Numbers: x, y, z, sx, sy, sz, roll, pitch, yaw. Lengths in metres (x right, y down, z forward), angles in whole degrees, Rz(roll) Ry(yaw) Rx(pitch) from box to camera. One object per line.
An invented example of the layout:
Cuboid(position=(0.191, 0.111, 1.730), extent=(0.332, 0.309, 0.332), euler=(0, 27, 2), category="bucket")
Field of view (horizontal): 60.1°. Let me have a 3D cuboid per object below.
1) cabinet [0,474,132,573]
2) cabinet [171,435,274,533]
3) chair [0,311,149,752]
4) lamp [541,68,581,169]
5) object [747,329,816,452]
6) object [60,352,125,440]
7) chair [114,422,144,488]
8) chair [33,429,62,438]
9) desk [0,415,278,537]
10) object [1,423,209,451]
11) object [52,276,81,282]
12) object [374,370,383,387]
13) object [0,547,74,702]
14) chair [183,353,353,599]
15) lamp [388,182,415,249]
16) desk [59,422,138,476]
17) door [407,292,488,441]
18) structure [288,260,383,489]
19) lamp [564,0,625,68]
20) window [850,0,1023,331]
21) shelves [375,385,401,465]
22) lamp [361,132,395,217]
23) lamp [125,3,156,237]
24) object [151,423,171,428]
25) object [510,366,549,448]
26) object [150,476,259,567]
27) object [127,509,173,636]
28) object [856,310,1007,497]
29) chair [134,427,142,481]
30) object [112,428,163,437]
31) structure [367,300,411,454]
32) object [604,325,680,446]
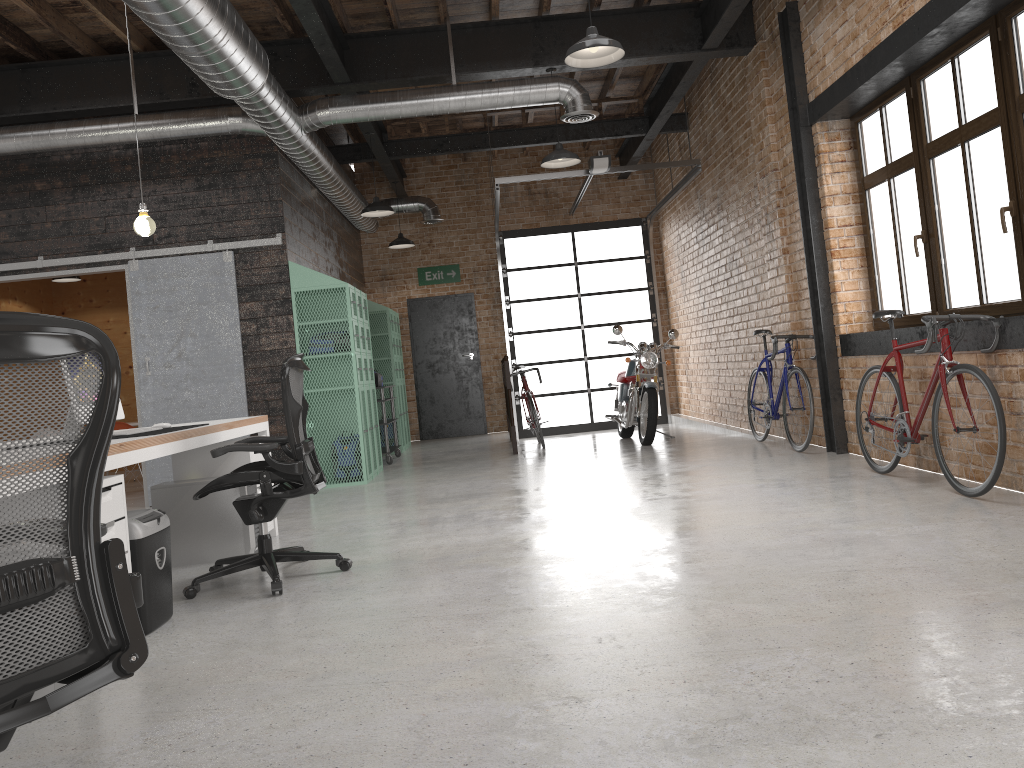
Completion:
Cuboid(position=(-1.704, 0.699, 3.240), extent=(0.460, 0.649, 0.387), euler=(-6, -1, -1), category="cabinet")
Cuboid(position=(-1.747, 0.670, 5.381), extent=(0.460, 0.649, 0.387), euler=(-6, -1, -1), category="cabinet")
Cuboid(position=(-1.058, 0.442, 1.543), extent=(0.792, 1.087, 0.770), euler=(-6, -1, 7), category="chair")
Cuboid(position=(0.396, -2.408, 7.976), extent=(0.362, 0.858, 0.361), euler=(-5, -2, -24), category="lamp")
Cuboid(position=(2.300, 0.025, 7.754), extent=(0.402, 1.041, 1.735), euler=(-6, 0, -7), category="object")
Cuboid(position=(-2.087, 0.022, 4.347), extent=(0.189, 0.486, 0.483), euler=(-6, -1, -1), category="object")
Cuboid(position=(-4.000, 0.769, 9.273), extent=(0.618, 0.779, 0.580), euler=(-6, -1, -6), category="chair")
Cuboid(position=(-4.702, 0.840, 9.256), extent=(0.618, 0.779, 0.580), euler=(-6, -1, -6), category="chair")
Cuboid(position=(-2.628, 0.733, 3.089), extent=(2.312, 0.770, 5.106), euler=(-6, 1, -1), category="desk")
Cuboid(position=(-1.951, 0.255, 4.352), extent=(0.687, 0.008, 0.847), euler=(-6, 1, -2), category="object")
Cuboid(position=(-6.049, -1.822, 11.959), extent=(0.362, 0.858, 0.361), euler=(-5, -2, -24), category="object")
Cuboid(position=(-1.633, -0.058, 10.113), extent=(0.309, 0.263, 0.459), euler=(-6, 0, -1), category="object")
Cuboid(position=(-1.687, 0.801, 2.908), extent=(0.541, 0.455, 0.220), euler=(-6, -1, -1), category="object")
Cuboid(position=(-1.234, 0.415, 4.321), extent=(0.793, 1.087, 0.768), euler=(-5, -1, -23), category="chair")
Cuboid(position=(-1.552, -2.518, 11.958), extent=(0.362, 1.340, 0.361), euler=(-5, -2, -24), category="lamp")
Cuboid(position=(-4.063, 0.783, 10.237), extent=(1.999, 0.732, 0.997), euler=(-6, 0, -1), category="desk")
Cuboid(position=(-0.960, -0.263, 13.125), extent=(0.998, 2.103, 0.217), euler=(-6, -2, -1), category="door")
Cuboid(position=(-1.675, -0.120, 8.626), extent=(0.556, 2.103, 1.116), euler=(-6, -1, -1), category="structure")
Cuboid(position=(0.450, -2.370, 5.291), extent=(0.361, 0.858, 0.362), euler=(-6, -2, 16), category="lamp")
Cuboid(position=(2.760, -1.168, 2.483), extent=(0.147, 1.693, 8.627), euler=(-6, 1, -1), category="window")
Cuboid(position=(-1.620, 0.473, 10.115), extent=(0.567, 0.857, 0.984), euler=(-6, 0, -1), category="shelves")
Cuboid(position=(-1.503, -2.483, 9.490), extent=(0.362, 1.340, 0.361), euler=(-5, -2, -24), category="lamp")
Cuboid(position=(-2.233, -1.701, 5.222), extent=(0.123, 1.681, 0.123), euler=(-6, -2, -3), category="lamp")
Cuboid(position=(-1.842, 0.220, 4.646), extent=(0.106, 0.028, 0.059), euler=(-6, 0, -2), category="object")
Cuboid(position=(0.229, 0.278, 11.044), extent=(0.410, 1.035, 1.733), euler=(-6, 0, 5), category="object")
Cuboid(position=(-1.729, 0.771, 5.048), extent=(0.541, 0.455, 0.220), euler=(-6, -1, -1), category="object")
Cuboid(position=(-1.559, 0.770, 3.639), extent=(0.250, 0.466, 0.338), euler=(-6, -1, -1), category="object")
Cuboid(position=(2.351, 0.061, 5.172), extent=(0.402, 1.041, 1.735), euler=(-6, 0, -7), category="object")
Cuboid(position=(-4.494, 0.787, 11.239), extent=(0.618, 0.779, 0.580), euler=(-6, -1, -6), category="chair")
Cuboid(position=(-1.842, 0.232, 4.319), extent=(0.118, 0.017, 0.438), euler=(-6, 1, -1), category="object")
Cuboid(position=(-1.737, -0.163, 11.695), extent=(0.556, 2.103, 1.116), euler=(-6, -1, -1), category="structure")
Cuboid(position=(1.455, -0.011, 10.183), extent=(0.814, 1.362, 2.172), euler=(-5, 0, -13), category="object")
